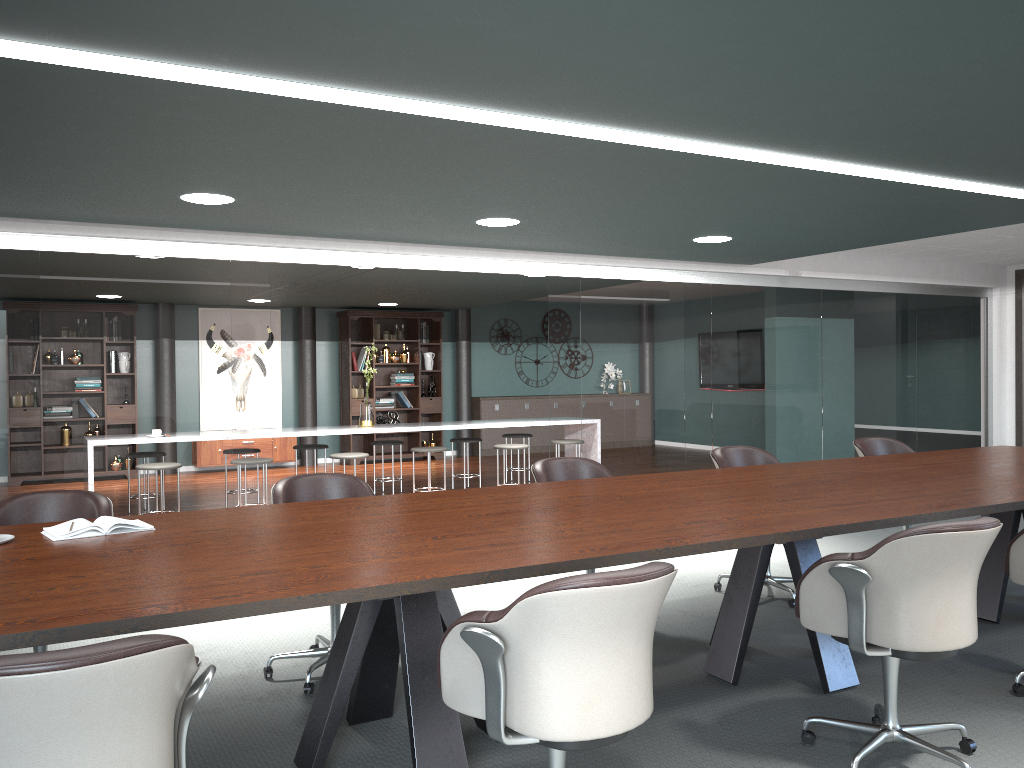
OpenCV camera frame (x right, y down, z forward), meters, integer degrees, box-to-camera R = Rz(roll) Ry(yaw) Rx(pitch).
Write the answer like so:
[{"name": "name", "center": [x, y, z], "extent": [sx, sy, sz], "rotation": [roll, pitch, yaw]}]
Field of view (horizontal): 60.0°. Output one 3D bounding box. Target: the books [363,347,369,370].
[{"name": "books", "center": [-1.936, -0.326, 11.610], "extent": [0.063, 0.309, 0.210], "rotation": [-1, 1, -29]}]

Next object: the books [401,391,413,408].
[{"name": "books", "center": [-1.438, 0.206, 11.873], "extent": [0.166, 0.228, 0.205], "rotation": [-1, 1, -29]}]

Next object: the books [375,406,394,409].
[{"name": "books", "center": [-1.725, 0.310, 11.714], "extent": [0.286, 0.027, 0.184], "rotation": [-1, 1, -29]}]

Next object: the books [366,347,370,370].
[{"name": "books", "center": [-1.922, -0.326, 11.616], "extent": [0.063, 0.309, 0.210], "rotation": [-1, 1, -29]}]

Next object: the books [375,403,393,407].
[{"name": "books", "center": [-1.728, 0.275, 11.711], "extent": [0.248, 0.042, 0.194], "rotation": [-1, 1, -29]}]

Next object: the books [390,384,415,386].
[{"name": "books", "center": [-1.469, 0.012, 11.880], "extent": [0.268, 0.016, 0.205], "rotation": [-1, 1, -29]}]

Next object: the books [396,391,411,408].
[{"name": "books", "center": [-1.468, 0.209, 11.856], "extent": [0.176, 0.227, 0.194], "rotation": [-1, 1, -29]}]

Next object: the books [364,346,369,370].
[{"name": "books", "center": [-1.927, -0.332, 11.611], "extent": [0.062, 0.322, 0.197], "rotation": [-1, 1, -29]}]

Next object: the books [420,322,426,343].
[{"name": "books", "center": [-1.209, -0.689, 12.006], "extent": [0.027, 0.286, 0.184], "rotation": [-1, 1, -29]}]

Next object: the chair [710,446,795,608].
[{"name": "chair", "center": [1.285, 0.720, 4.610], "extent": [0.523, 0.761, 0.533], "rotation": [0, 1, 43]}]

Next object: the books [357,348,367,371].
[{"name": "books", "center": [-1.978, -0.319, 11.593], "extent": [0.115, 0.296, 0.210], "rotation": [-1, 1, -29]}]

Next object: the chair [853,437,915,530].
[{"name": "chair", "center": [2.258, 0.702, 5.150], "extent": [0.535, 0.761, 0.518], "rotation": [-1, 1, -23]}]

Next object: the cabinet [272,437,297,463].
[{"name": "cabinet", "center": [-3.310, 0.795, 11.003], "extent": [1.200, 0.379, 0.368], "rotation": [-1, 1, -29]}]

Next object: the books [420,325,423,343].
[{"name": "books", "center": [-1.255, -0.668, 11.980], "extent": [0.042, 0.248, 0.194], "rotation": [-1, 1, -29]}]

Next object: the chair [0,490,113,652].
[{"name": "chair", "center": [-1.604, 0.773, 3.043], "extent": [0.535, 0.761, 0.518], "rotation": [-1, 1, -8]}]

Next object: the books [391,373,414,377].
[{"name": "books", "center": [-1.468, -0.120, 11.879], "extent": [0.248, 0.042, 0.194], "rotation": [-1, 1, -29]}]

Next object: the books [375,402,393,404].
[{"name": "books", "center": [-1.728, 0.245, 11.711], "extent": [0.268, 0.016, 0.205], "rotation": [-1, 1, -29]}]

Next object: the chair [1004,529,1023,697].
[{"name": "chair", "center": [2.083, 0.733, 3.130], "extent": [0.533, 0.761, 0.523], "rotation": [-1, 1, -43]}]

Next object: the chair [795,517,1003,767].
[{"name": "chair", "center": [1.150, 0.750, 2.613], "extent": [0.535, 0.761, 0.518], "rotation": [-1, 1, -23]}]

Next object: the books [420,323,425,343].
[{"name": "books", "center": [-1.230, -0.680, 11.994], "extent": [0.016, 0.268, 0.205], "rotation": [-1, 1, -29]}]

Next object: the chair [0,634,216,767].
[{"name": "chair", "center": [-0.776, 0.785, 1.572], "extent": [0.523, 0.761, 0.533], "rotation": [0, 1, 43]}]

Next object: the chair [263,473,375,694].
[{"name": "chair", "center": [-0.715, 0.757, 3.528], "extent": [0.535, 0.761, 0.518], "rotation": [-1, 1, -23]}]

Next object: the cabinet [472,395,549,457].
[{"name": "cabinet", "center": [-3.329, 0.650, 10.969], "extent": [12.287, 0.820, 0.402], "rotation": [-1, 1, -29]}]

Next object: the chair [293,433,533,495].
[{"name": "chair", "center": [-1.279, 0.825, 8.007], "extent": [4.029, 0.512, 1.479], "rotation": [-1, 1, -29]}]

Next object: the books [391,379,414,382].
[{"name": "books", "center": [-1.470, -0.046, 11.879], "extent": [0.248, 0.042, 0.194], "rotation": [-1, 1, -29]}]

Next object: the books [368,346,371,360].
[{"name": "books", "center": [-1.913, -0.333, 11.617], "extent": [0.062, 0.322, 0.197], "rotation": [-1, 1, -29]}]

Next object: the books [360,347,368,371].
[{"name": "books", "center": [-1.954, -0.329, 11.600], "extent": [0.090, 0.316, 0.197], "rotation": [-1, 1, -29]}]

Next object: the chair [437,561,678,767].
[{"name": "chair", "center": [0.137, 0.768, 2.071], "extent": [0.523, 0.761, 0.533], "rotation": [0, 1, 37]}]

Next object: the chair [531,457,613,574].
[{"name": "chair", "center": [0.339, 0.737, 4.103], "extent": [0.535, 0.761, 0.518], "rotation": [-1, 1, -23]}]

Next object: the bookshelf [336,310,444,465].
[{"name": "bookshelf", "center": [-1.606, 0.036, 11.818], "extent": [1.339, 1.984, 0.482], "rotation": [-1, 1, -29]}]

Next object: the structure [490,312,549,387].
[{"name": "structure", "center": [0.469, -0.541, 13.250], "extent": [1.791, 1.178, 0.017], "rotation": [-1, 1, -29]}]

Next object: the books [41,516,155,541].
[{"name": "books", "center": [-1.262, 0.433, 2.705], "extent": [0.285, 0.032, 0.180], "rotation": [-1, 1, -38]}]
